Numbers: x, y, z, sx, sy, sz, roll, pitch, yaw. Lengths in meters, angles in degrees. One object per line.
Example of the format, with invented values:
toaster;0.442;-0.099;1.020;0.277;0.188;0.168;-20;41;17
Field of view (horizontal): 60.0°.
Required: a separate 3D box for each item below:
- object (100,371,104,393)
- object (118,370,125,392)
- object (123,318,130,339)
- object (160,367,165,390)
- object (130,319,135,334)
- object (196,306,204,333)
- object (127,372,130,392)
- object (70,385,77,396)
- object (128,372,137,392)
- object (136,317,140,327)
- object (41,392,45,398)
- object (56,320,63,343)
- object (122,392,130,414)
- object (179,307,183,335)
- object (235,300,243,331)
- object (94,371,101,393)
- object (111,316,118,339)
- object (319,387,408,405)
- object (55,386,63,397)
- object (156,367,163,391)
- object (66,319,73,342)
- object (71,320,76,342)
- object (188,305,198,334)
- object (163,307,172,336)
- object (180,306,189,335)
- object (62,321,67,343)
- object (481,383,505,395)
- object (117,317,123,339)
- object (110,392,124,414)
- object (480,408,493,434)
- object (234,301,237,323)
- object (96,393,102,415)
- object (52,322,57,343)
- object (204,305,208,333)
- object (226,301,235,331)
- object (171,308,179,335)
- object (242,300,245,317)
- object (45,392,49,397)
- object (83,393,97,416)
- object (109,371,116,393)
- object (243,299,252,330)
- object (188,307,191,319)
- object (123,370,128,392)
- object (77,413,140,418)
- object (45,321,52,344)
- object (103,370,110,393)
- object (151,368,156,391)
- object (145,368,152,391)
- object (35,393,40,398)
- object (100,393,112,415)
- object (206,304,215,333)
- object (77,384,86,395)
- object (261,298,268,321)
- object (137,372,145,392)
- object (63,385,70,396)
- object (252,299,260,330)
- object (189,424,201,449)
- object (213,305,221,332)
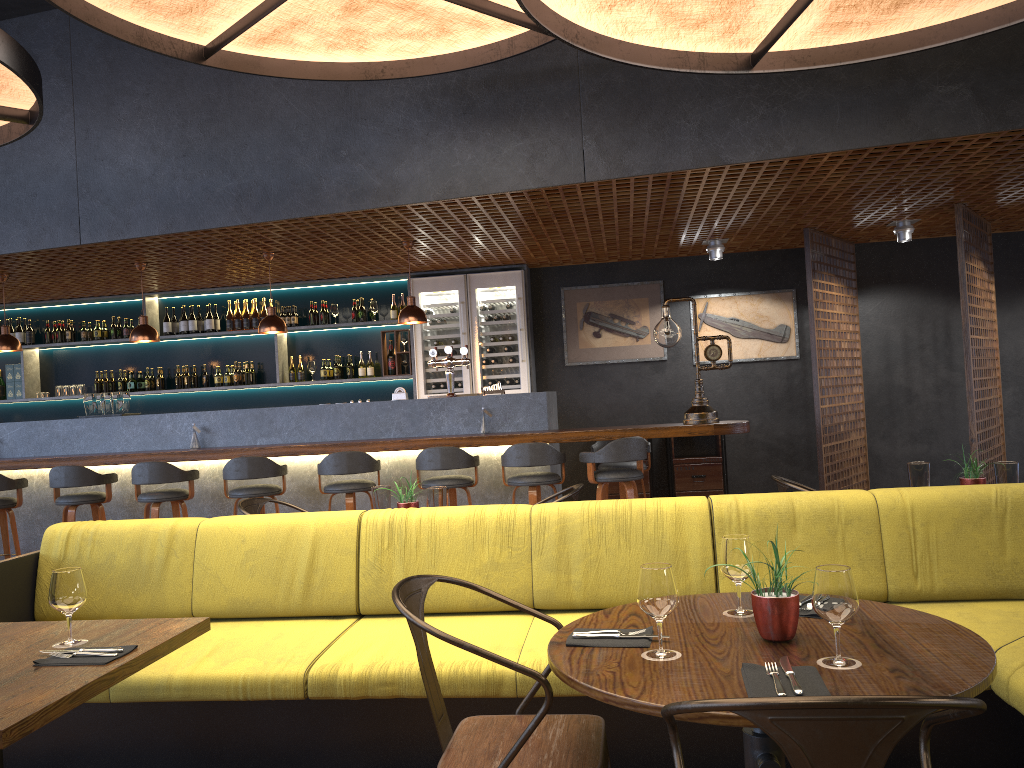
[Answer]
object;-4.492;-0.012;9.713;0.063;0.254;0.063;-3;-1;0
object;-4.251;-0.027;9.641;0.063;0.254;0.063;-4;-1;35
object;-4.147;-0.596;9.540;0.068;0.217;0.068;-3;-1;-8
object;-3.804;-0.053;9.626;0.063;0.254;0.063;-3;-1;-20
object;-4.128;-0.596;9.632;0.068;0.217;0.068;-3;-1;12
object;-3.371;-0.687;9.564;0.086;0.310;0.085;-4;-1;18
object;-4.159;-0.017;9.683;0.088;0.224;0.088;-3;-1;-28
object;-4.789;0.070;9.692;0.084;0.119;0.084;-3;-1;-38
object;-4.101;-0.022;9.585;0.088;0.224;0.088;-4;-1;22
object;-3.999;-0.608;9.549;0.088;0.224;0.088;-4;-1;22
object;-5.118;0.119;9.679;0.042;0.059;0.042;-3;-1;-31
object;-4.935;-0.567;9.675;0.063;0.254;0.063;-3;-1;-20
object;-3.372;0.174;7.706;0.105;0.209;0.105;-4;-1;42
object;-3.557;-0.676;9.587;0.086;0.310;0.085;-4;-1;35
object;-2.899;-0.727;9.400;0.084;0.330;0.084;-3;-1;14
object;-4.494;-0.014;9.615;0.063;0.254;0.063;-3;-1;-20
object;-4.307;-0.604;9.594;0.063;0.254;0.063;-3;-1;-35
object;-1.239;0.098;7.319;0.766;0.106;0.200;-3;-1;7
object;-4.958;0.080;9.714;0.084;0.119;0.084;-3;-1;-38
object;-3.792;-0.055;9.542;0.063;0.254;0.063;-3;-1;-40
object;-4.815;-0.575;9.641;0.063;0.254;0.063;-4;-1;25
object;-4.836;-0.572;9.754;0.063;0.254;0.063;-2;-1;-45
object;-3.411;-0.686;9.474;0.086;0.310;0.085;-4;-1;35
object;-3.697;-0.669;9.510;0.086;0.310;0.085;-4;-1;35
object;-3.502;-0.680;9.489;0.086;0.310;0.085;-4;-1;41
object;-4.936;-0.566;9.759;0.063;0.254;0.063;-3;-1;-20
object;-0.154;0.041;7.158;0.177;0.091;0.091;-3;-1;-18
object;-4.283;-0.604;9.680;0.063;0.254;0.063;-4;-1;35
object;-3.380;0.172;7.591;0.105;0.209;0.105;-4;-1;42
object;-0.214;0.286;6.978;0.069;0.203;0.114;-4;-1;42
object;-2.948;-0.722;9.496;0.084;0.330;0.084;-3;-1;14
object;-3.600;0.187;7.732;0.105;0.209;0.105;-4;-1;42
object;-5.028;-0.561;9.767;0.063;0.254;0.063;-3;-1;-15
object;-3.277;-0.692;9.557;0.086;0.310;0.085;-4;-1;35
object;-2.992;-0.721;9.411;0.084;0.330;0.084;-3;-1;14
object;-3.656;-0.670;9.600;0.086;0.310;0.085;-4;-1;22
object;-2.854;-0.728;9.481;0.084;0.330;0.084;-3;-1;14
object;-5.090;0.118;9.713;0.042;0.059;0.042;-3;-1;-31
object;-3.625;0.187;7.627;0.105;0.209;0.105;-4;-1;42
object;-4.369;-0.020;9.698;0.063;0.254;0.063;-3;-1;-35
object;-2.807;-0.732;9.387;0.084;0.330;0.084;-3;-1;14
object;-3.467;-0.681;9.580;0.085;0.310;0.086;-3;-1;-42
object;-4.243;-0.026;9.730;0.063;0.254;0.063;-3;-1;-20
object;-3.487;0.275;7.685;0.437;0.019;0.273;-3;-1;7
object;-5.053;-0.561;9.662;0.063;0.254;0.063;-3;-1;-10
object;-4.394;-0.020;9.602;0.063;0.254;0.063;-3;-1;-5
object;-3.909;-0.046;9.646;0.063;0.254;0.063;-4;-1;40
object;-3.927;-0.047;9.567;0.063;0.254;0.063;-4;-1;25
object;-5.206;0.125;9.727;0.042;0.059;0.042;-3;-1;-31
object;-3.500;0.180;7.660;0.105;0.209;0.105;-4;-1;42
object;-3.218;-0.697;9.452;0.086;0.310;0.085;-4;-1;41
object;-4.702;0.065;9.681;0.084;0.119;0.084;-3;-1;-38
object;-2.611;-0.744;9.360;0.084;0.330;0.084;-3;-1;14
object;-4.058;-0.022;9.693;0.088;0.224;0.088;-3;-1;-18
object;-4.874;0.075;9.703;0.084;0.119;0.084;-3;-1;-38
object;-2.707;-0.738;9.370;0.084;0.330;0.084;-3;-1;14
object;-2.598;0.427;7.281;0.114;0.203;0.069;-3;-1;-3
object;-3.183;-0.698;9.543;0.085;0.310;0.086;-3;-1;-42
